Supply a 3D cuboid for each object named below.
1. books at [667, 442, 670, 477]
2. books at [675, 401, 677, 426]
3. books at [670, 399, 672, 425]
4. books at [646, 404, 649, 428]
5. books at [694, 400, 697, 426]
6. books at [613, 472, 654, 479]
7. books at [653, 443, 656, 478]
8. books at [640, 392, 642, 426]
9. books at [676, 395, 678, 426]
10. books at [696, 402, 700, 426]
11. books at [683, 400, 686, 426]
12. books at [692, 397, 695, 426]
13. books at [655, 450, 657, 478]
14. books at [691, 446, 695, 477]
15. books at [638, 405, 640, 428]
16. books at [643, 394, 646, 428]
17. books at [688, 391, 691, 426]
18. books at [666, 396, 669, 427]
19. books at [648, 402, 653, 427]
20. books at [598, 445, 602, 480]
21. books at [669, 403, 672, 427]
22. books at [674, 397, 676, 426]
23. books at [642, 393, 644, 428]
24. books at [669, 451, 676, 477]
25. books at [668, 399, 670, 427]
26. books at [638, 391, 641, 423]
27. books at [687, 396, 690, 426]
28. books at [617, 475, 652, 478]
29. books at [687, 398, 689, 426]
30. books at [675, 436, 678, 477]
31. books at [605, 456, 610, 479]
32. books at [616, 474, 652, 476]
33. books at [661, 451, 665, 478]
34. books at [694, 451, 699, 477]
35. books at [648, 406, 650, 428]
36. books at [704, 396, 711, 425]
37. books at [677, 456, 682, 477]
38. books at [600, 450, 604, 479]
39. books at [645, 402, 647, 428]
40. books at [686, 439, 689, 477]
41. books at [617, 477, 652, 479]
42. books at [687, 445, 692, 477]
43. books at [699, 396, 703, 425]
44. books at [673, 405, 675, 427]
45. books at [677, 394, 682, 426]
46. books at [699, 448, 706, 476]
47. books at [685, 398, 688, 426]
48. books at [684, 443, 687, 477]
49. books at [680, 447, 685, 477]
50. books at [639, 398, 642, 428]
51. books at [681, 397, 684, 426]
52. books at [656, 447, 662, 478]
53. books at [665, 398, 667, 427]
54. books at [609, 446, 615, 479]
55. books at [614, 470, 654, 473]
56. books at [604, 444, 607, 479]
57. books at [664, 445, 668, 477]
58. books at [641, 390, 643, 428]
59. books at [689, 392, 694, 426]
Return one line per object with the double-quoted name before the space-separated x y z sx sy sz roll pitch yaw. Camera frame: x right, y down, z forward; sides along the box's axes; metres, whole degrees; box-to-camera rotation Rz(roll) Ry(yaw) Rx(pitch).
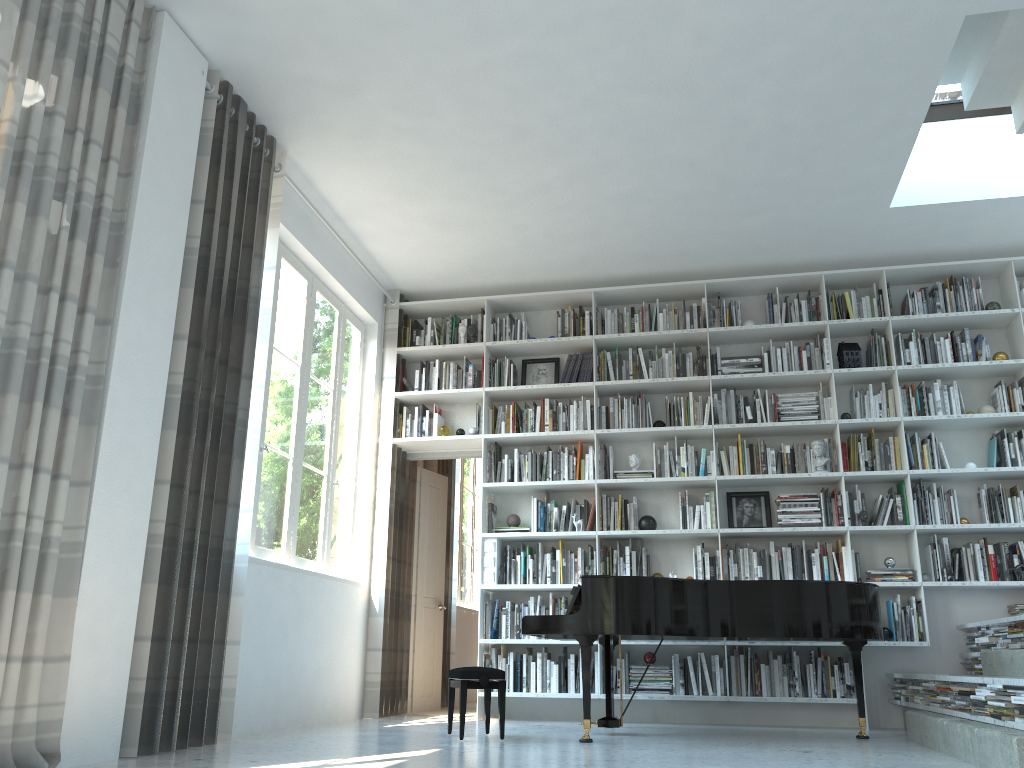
"books" 1.144 0.582 6.473 0.012 0.285 0.168 -3 -17 12
"books" 1.216 0.255 6.545 0.006 0.215 0.181 -3 -17 12
"books" 1.182 0.248 6.556 0.005 0.235 0.179 -3 -17 12
"books" 1.016 0.276 6.619 0.012 0.217 0.151 -3 -17 12
"books" 1.356 0.250 6.543 0.011 0.229 0.166 -3 -17 12
"books" 0.898 0.671 6.516 0.285 0.012 0.160 -4 -18 13
"books" 1.049 0.588 6.496 0.012 0.284 0.160 -3 -17 12
"books" 0.974 0.231 6.639 0.005 0.315 0.157 -3 -17 12
"books" 1.227 0.233 6.573 0.005 0.274 0.157 -3 -17 12
"books" 1.373 0.256 6.538 0.024 0.215 0.142 -3 -17 12
"books" 1.281 0.253 6.569 0.011 0.235 0.131 -3 -17 12
"books" 1.344 0.237 6.546 0.010 0.256 0.140 -3 -17 12
"books" 1.062 0.617 6.498 0.010 0.231 0.155 -3 -17 12
"books" 1.320 0.593 6.456 0.022 0.255 0.152 -3 -17 12
"books" 0.953 0.281 6.635 0.012 0.216 0.133 -3 -17 12
"books" 0.991 0.237 6.607 0.011 0.286 0.189 -3 -17 12
"books" 1.313 0.214 6.556 0.006 0.302 0.166 -3 -17 12
"books" 1.159 0.242 6.602 0.012 0.275 0.129 -3 -17 12
"books" 1.037 0.266 6.607 0.031 0.231 0.148 -3 -17 12
"books" 0.660 0.614 6.592 0.012 0.284 0.160 -3 -17 12
"books" 1.178 0.266 6.580 0.013 0.215 0.150 -3 -17 12
"books" 1.216 0.241 6.584 0.009 0.266 0.150 -3 -17 12
"books" 0.983 0.234 6.632 0.005 0.304 0.163 -3 -17 12
"books" 1.177 0.614 6.474 0.048 0.224 0.150 -3 -17 12
"books" 1.166 0.250 6.569 0.005 0.239 0.174 -3 -17 12
"books" 0.959 0.228 6.637 0.004 0.319 0.153 -3 -17 12
"books" 1.306 0.238 6.547 0.006 0.252 0.181 -3 -17 12
"books" 0.896 0.693 6.503 0.254 0.012 0.161 -2 -18 7
"books" 1.302 0.234 6.556 0.004 0.264 0.142 -3 -17 12
"books" 1.204 0.560 6.475 0.010 0.328 0.174 -3 -17 12
"books" 0.716 0.647 6.570 0.034 0.209 0.137 -3 -17 12
"books" 0.897 0.682 6.511 0.254 0.012 0.161 -2 -18 9
"books" 1.110 0.620 6.498 0.024 0.226 0.138 -3 -17 12
"books" 1.343 0.610 6.446 0.026 0.218 0.150 -3 -17 12
"books" 1.023 0.279 6.614 0.004 0.209 0.132 -3 -17 12
"books" 1.431 0.233 6.498 0.064 0.236 0.209 -3 -18 12
"books" 1.224 0.630 6.465 0.025 0.188 0.140 -3 -17 12
"books" 0.676 0.624 6.579 0.024 0.256 0.134 -3 -17 12
"books" 1.007 0.270 6.630 0.009 0.236 0.135 -3 -17 12
"books" 1.277 0.568 6.450 0.011 0.299 0.179 -3 -17 12
"books" 0.897 0.705 6.501 0.254 0.012 0.161 -2 -18 8
"books" 1.293 0.587 6.442 0.023 0.259 0.171 -3 -17 12
"books" 1.393 0.232 6.530 0.022 0.256 0.155 -3 -17 12
"books" 1.204 0.271 6.569 0.011 0.199 0.163 -3 -17 12
"books" 1.247 0.230 6.581 0.033 0.286 0.155 -3 -17 12
"books" 1.380 0.597 6.416 0.060 0.227 0.179 -3 -17 12
"books" 1.292 0.241 6.557 0.017 0.252 0.140 -3 -17 12
"books" 1.263 0.583 6.439 0.012 0.264 0.193 -3 -17 12
"books" 1.246 0.596 6.450 0.028 0.246 0.170 -3 -17 12
"books" 0.964 0.254 6.621 0.010 0.261 0.158 -3 -17 12
"books" 1.262 0.239 6.538 0.013 0.243 0.189 -3 -17 12
"books" 1.078 0.603 6.479 0.030 0.246 0.175 -3 -17 12
"books" 1.149 0.250 6.594 0.005 0.253 0.161 -3 -17 12
"books" 0.742 0.611 6.569 0.021 0.277 0.137 -3 -17 12
"books" 0.897 0.659 6.515 0.285 0.012 0.160 -2 -18 8
"books" 0.697 0.609 6.598 0.011 0.297 0.136 -3 -17 12
"books" 1.130 0.595 6.485 0.022 0.266 0.151 -3 -17 12
"books" 0.979 0.223 6.638 0.005 0.330 0.162 -3 -17 12
"books" 1.327 0.222 6.546 0.022 0.283 0.190 -3 -17 12
